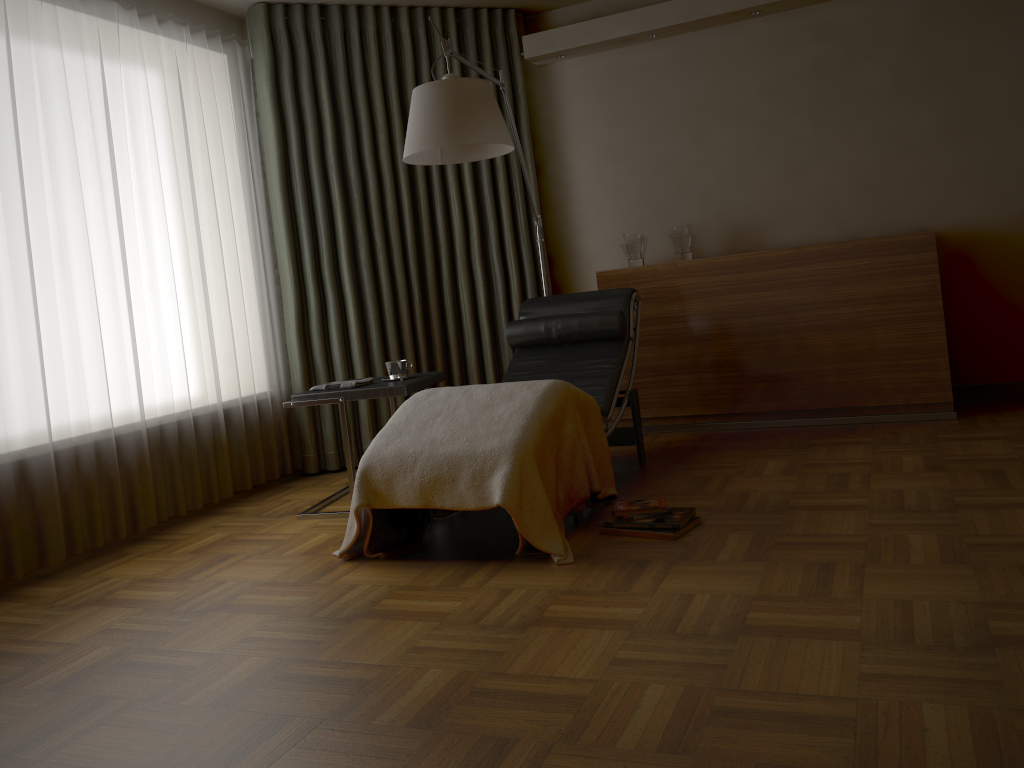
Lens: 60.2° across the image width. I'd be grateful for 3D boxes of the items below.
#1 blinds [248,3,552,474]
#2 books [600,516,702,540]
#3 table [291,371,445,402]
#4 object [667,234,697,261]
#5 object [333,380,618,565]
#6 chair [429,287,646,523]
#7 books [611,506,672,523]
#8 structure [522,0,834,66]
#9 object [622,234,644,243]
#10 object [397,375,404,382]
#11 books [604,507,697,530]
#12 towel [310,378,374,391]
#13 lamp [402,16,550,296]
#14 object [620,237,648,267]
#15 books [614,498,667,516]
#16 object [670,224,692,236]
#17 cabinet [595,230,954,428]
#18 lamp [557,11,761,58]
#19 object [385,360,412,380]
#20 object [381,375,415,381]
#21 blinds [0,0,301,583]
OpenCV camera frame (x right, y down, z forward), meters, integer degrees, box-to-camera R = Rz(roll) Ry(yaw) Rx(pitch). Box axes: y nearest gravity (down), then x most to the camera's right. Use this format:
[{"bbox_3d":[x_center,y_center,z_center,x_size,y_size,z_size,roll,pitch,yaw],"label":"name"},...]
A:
[{"bbox_3d":[-0.538,-0.856,4.903,1.538,2.447,0.224,-8,1,-22],"label":"blinds"},{"bbox_3d":[0.466,0.475,2.969,0.279,0.022,0.202,-2,8,38],"label":"books"},{"bbox_3d":[-0.617,0.016,3.885,0.516,0.045,0.503,-5,6,15],"label":"table"},{"bbox_3d":[0.924,-0.743,4.765,0.155,0.154,0.157,-6,4,14],"label":"object"},{"bbox_3d":[-0.118,0.277,3.205,0.914,0.519,0.916,-5,5,24],"label":"object"},{"bbox_3d":[0.085,0.051,3.682,0.633,0.794,1.802,-5,5,24],"label":"chair"},{"bbox_3d":[0.439,0.434,3.008,0.173,0.018,0.123,-9,6,-17],"label":"books"},{"bbox_3d":[1.113,-2.032,4.794,2.172,0.130,0.275,-4,6,23],"label":"structure"},{"bbox_3d":[0.674,-0.763,4.870,0.122,0.149,0.123,-6,3,5],"label":"object"},{"bbox_3d":[-0.476,-0.024,3.783,0.029,0.019,0.124,-7,6,-7],"label":"object"},{"bbox_3d":[0.469,0.452,2.985,0.264,0.020,0.190,-4,7,28],"label":"books"},{"bbox_3d":[-0.729,0.003,3.824,0.240,0.035,0.180,-4,7,27],"label":"towel"},{"bbox_3d":[0.058,-0.520,3.962,0.450,1.962,1.425,-6,3,27],"label":"lamp"},{"bbox_3d":[0.679,-0.725,4.870,0.156,0.154,0.155,-8,4,-20],"label":"object"},{"bbox_3d":[0.436,0.417,3.000,0.172,0.018,0.124,-6,6,8],"label":"books"},{"bbox_3d":[0.919,-0.781,4.764,0.122,0.149,0.123,-7,3,3],"label":"object"},{"bbox_3d":[1.346,-0.269,4.665,1.668,0.860,0.418,-5,3,23],"label":"cabinet"},{"bbox_3d":[0.791,-1.953,4.925,1.154,0.028,0.050,-4,6,23],"label":"lamp"},{"bbox_3d":[-0.502,-0.062,3.886,0.097,0.078,0.111,-5,5,25],"label":"object"},{"bbox_3d":[-0.501,-0.025,3.881,0.149,0.009,0.151,-3,7,29],"label":"object"},{"bbox_3d":[-1.669,-0.528,3.669,0.092,2.284,2.212,-6,3,24],"label":"blinds"}]
